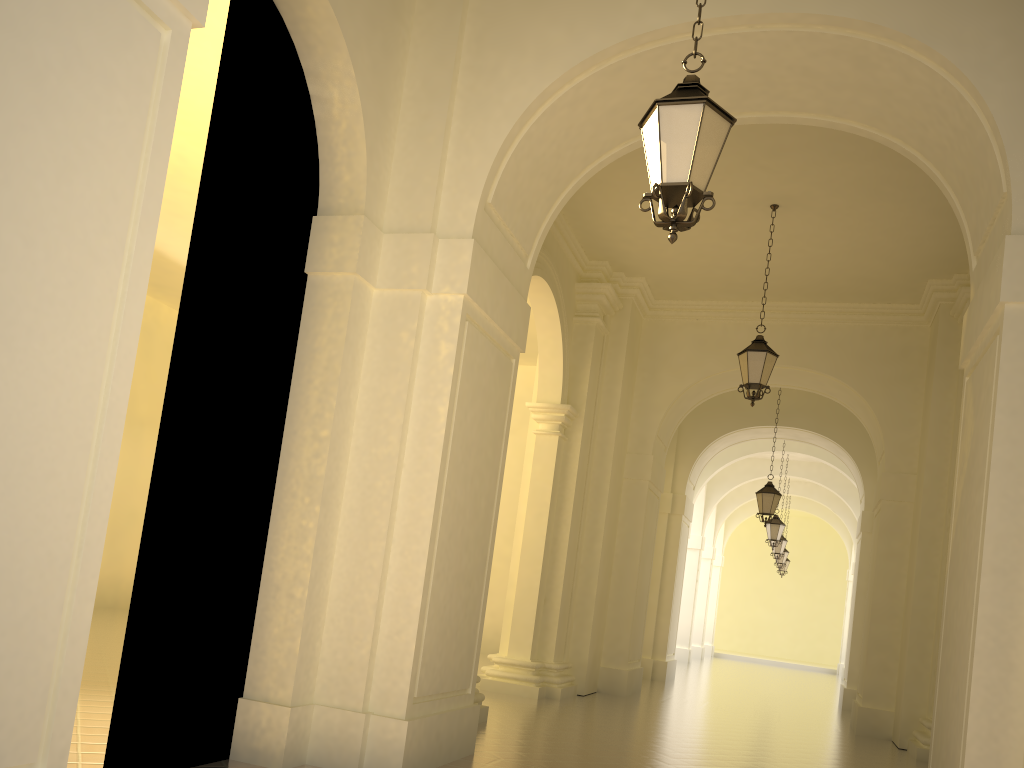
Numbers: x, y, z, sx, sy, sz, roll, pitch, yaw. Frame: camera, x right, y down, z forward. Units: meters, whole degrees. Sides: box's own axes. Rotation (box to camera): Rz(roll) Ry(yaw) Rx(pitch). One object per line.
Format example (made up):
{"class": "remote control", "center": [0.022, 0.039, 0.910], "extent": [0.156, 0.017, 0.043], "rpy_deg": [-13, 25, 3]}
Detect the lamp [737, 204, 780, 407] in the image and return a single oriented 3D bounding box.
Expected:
{"class": "lamp", "center": [3.093, -0.967, 10.769], "extent": [0.518, 2.531, 0.441], "rpy_deg": [12, -6, -40]}

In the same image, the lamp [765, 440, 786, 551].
{"class": "lamp", "center": [6.604, 2.476, 21.596], "extent": [0.507, 3.265, 0.450], "rpy_deg": [6, -5, 19]}

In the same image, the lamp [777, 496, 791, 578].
{"class": "lamp", "center": [10.173, 5.553, 32.475], "extent": [0.507, 3.265, 0.450], "rpy_deg": [6, -5, 19]}

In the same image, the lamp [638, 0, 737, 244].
{"class": "lamp", "center": [1.033, -2.327, 4.613], "extent": [0.444, 3.265, 0.514], "rpy_deg": [8, -5, -10]}

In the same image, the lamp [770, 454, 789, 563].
{"class": "lamp", "center": [7.811, 3.517, 25.274], "extent": [0.507, 3.265, 0.450], "rpy_deg": [6, -5, 19]}

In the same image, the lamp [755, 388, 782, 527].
{"class": "lamp", "center": [5.041, 1.128, 16.830], "extent": [0.444, 3.265, 0.514], "rpy_deg": [8, -5, -10]}

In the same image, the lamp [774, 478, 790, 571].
{"class": "lamp", "center": [8.996, 4.538, 28.886], "extent": [0.507, 3.265, 0.450], "rpy_deg": [6, -5, 19]}
